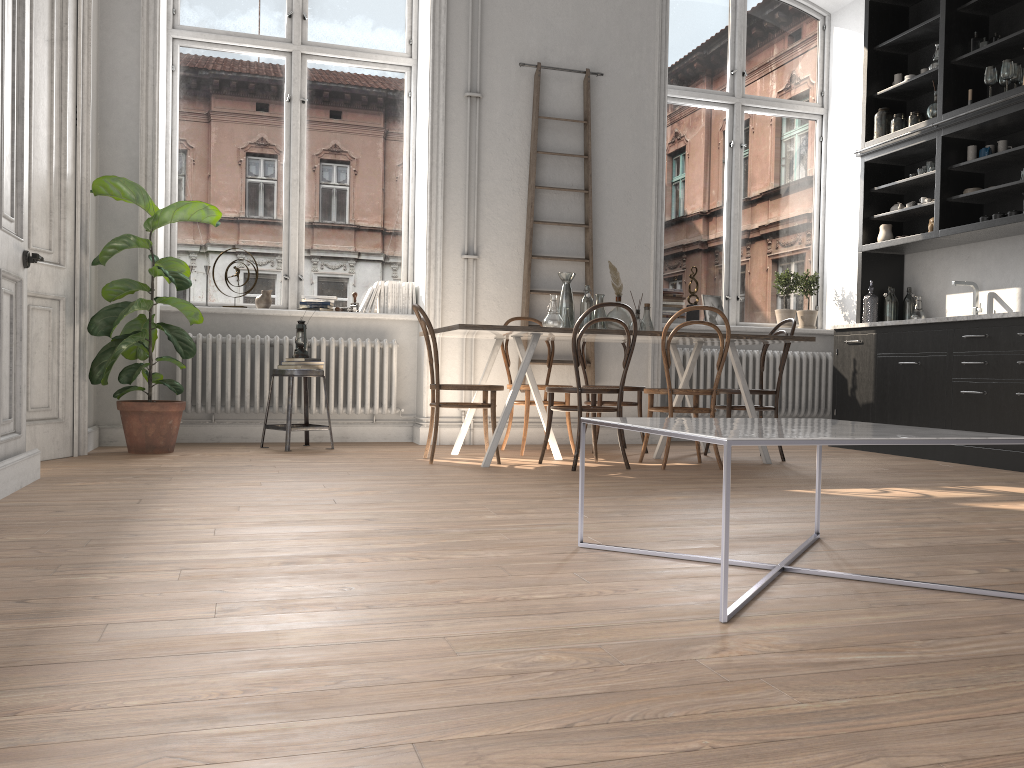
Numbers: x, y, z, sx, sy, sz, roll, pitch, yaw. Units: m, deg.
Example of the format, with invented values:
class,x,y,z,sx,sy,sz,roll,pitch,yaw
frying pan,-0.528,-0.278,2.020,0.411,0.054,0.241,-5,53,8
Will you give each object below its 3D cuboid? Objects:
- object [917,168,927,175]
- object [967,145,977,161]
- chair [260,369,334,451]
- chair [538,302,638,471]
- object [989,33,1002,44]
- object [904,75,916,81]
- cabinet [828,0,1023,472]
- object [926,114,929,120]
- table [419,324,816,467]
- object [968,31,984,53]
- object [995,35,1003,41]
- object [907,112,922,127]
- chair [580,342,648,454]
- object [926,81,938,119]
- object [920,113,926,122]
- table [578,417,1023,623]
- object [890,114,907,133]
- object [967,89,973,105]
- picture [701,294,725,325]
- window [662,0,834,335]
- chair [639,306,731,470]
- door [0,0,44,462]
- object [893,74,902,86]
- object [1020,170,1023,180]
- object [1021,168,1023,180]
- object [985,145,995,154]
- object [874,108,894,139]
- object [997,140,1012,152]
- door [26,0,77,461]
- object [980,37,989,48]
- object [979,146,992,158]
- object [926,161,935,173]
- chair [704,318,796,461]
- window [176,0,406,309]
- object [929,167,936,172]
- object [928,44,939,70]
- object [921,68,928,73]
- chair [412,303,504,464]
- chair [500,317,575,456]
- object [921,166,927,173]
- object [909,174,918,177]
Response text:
class,x,y,z,sx,sy,sz,roll,pitch,yaw
object,3.027,-1.551,6.550,0.064,0.069,0.064,2,1,31
object,3.192,-1.576,6.148,0.059,0.135,0.082,2,1,41
chair,-1.412,0.164,5.856,0.364,0.523,0.360,0,1,-43
chair,0.433,0.013,5.032,0.438,0.921,0.549,1,1,-21
object,3.331,-2.327,6.109,0.065,0.177,0.084,1,1,5
object,3.042,-2.301,6.774,0.096,0.095,0.096,1,1,17
cabinet,3.271,-1.267,5.470,0.635,3.584,3.250,1,1,-17
object,3.125,-1.964,6.571,0.092,0.184,0.092,1,1,-2
table,0.605,0.079,5.538,2.200,0.780,1.100,1,1,-17
object,3.207,-2.341,6.135,0.084,0.199,0.065,1,1,5
object,3.302,-2.299,6.006,0.044,0.121,0.058,1,1,10
object,3.008,-1.950,6.627,0.096,0.150,0.096,1,1,-28
chair,0.692,0.005,6.175,0.438,0.921,0.549,1,1,-10
object,3.022,-2.050,6.300,0.134,0.357,0.134,2,1,28
object,3.094,-1.962,6.747,0.092,0.184,0.092,2,1,39
table,0.733,0.310,2.406,0.849,0.392,0.849,1,1,-17
object,2.926,-1.956,6.709,0.114,0.155,0.114,1,1,-13
object,3.148,-1.947,6.092,0.123,0.161,0.123,1,1,-8
picture,1.661,-0.610,7.427,0.221,0.264,0.149,1,1,-33
window,7.145,-6.241,12.203,14.385,15.938,26.393,1,1,-17
chair,1.003,0.023,5.168,0.438,0.921,0.549,1,1,-6
door,-2.041,-0.968,3.448,0.216,2.815,1.096,1,1,-15
object,2.988,-2.323,6.869,0.059,0.135,0.082,1,1,11
object,3.310,-1.332,5.739,0.058,0.094,0.058,2,1,22
object,3.285,-1.332,5.671,0.058,0.094,0.058,2,1,22
object,3.288,-1.575,6.121,0.082,0.135,0.059,1,1,11
object,2.867,-1.999,6.839,0.118,0.238,0.118,0,1,-31
object,3.322,-1.573,5.986,0.059,0.135,0.082,0,1,-34
door,-2.538,-0.990,4.512,0.216,2.815,1.097,1,1,8
object,3.221,-2.302,6.048,0.053,0.125,0.041,2,1,40
object,3.221,-1.554,6.036,0.082,0.093,0.140,2,1,38
object,3.061,-1.569,6.484,0.060,0.107,0.060,1,1,11
chair,1.550,0.026,5.776,0.549,0.921,0.438,1,1,-4
window,-1.596,-1.998,6.540,1.622,2.843,0.013,1,1,-17
object,3.053,-1.539,6.414,0.071,0.047,0.071,1,1,21
object,3.102,-2.358,6.453,0.132,0.219,0.132,0,1,-43
object,3.132,-2.318,6.723,0.059,0.135,0.082,1,1,6
chair,-0.321,-0.004,5.231,0.549,0.921,0.438,1,1,-9
chair,0.167,-0.003,5.933,0.438,0.921,0.549,1,1,-19
object,3.089,-1.570,6.622,0.060,0.107,0.060,2,1,41
object,3.008,-1.542,6.632,0.071,0.047,0.071,1,1,21
